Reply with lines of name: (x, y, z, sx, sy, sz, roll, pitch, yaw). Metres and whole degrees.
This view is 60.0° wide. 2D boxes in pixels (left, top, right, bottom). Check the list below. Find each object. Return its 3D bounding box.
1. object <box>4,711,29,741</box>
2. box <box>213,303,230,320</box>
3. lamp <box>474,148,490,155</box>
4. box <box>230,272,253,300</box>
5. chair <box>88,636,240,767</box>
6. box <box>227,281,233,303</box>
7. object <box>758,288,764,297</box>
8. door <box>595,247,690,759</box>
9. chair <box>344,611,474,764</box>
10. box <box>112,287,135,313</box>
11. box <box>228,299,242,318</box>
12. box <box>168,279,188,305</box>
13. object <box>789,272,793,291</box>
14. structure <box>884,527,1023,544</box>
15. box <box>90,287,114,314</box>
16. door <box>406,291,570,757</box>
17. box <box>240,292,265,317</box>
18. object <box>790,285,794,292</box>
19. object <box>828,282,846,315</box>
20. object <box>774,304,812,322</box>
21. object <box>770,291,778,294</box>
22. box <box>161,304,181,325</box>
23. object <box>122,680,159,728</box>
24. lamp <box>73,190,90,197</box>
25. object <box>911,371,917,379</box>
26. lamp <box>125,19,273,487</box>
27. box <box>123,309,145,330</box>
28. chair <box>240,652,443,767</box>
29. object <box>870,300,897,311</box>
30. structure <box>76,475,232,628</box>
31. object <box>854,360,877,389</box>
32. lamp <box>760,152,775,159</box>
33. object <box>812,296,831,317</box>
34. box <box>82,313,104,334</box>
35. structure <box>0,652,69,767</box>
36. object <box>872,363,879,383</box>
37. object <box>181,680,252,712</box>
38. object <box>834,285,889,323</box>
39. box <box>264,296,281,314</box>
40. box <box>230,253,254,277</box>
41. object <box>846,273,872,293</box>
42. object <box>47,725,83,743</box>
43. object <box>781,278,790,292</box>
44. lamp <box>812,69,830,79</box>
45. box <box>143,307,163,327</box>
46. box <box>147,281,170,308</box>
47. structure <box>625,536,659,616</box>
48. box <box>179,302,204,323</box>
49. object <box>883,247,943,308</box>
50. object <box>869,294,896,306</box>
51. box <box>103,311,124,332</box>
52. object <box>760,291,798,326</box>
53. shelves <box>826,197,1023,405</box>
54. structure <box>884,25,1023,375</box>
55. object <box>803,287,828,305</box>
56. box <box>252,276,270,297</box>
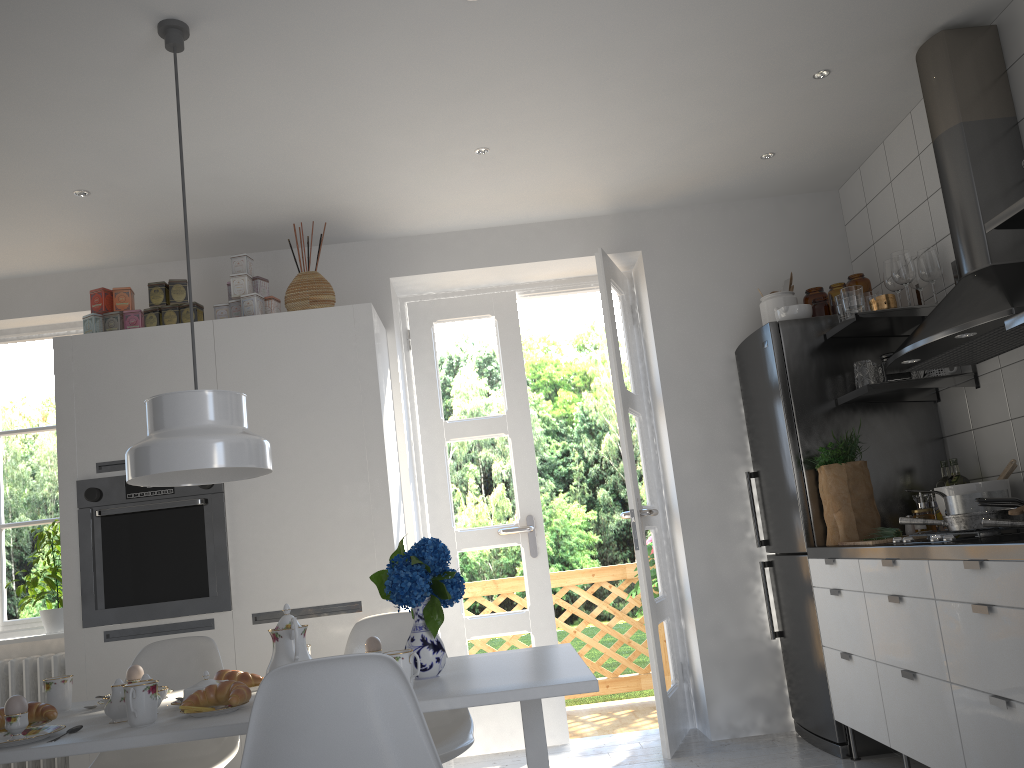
object: (-1.128, 0.779, 2.018, 0.049, 0.057, 0.048, -14, -12, 38)
box: (-1.297, -0.301, 4.005, 0.081, 0.110, 0.081, -6, -9, -2)
lamp: (-0.123, -0.956, 3.603, 0.064, 0.030, 0.064, -5, -11, -9)
box: (-1.207, -0.432, 3.961, 0.081, 0.110, 0.081, -7, -9, 3)
chair: (-1.077, 1.202, 2.690, 0.465, 0.796, 0.546, -6, -9, -2)
box: (-1.248, -0.409, 4.053, 0.081, 0.110, 0.081, -8, -9, 8)
object: (1.239, -0.334, 4.232, 0.149, 0.261, 0.054, -2, -10, -26)
door: (0.637, 0.534, 4.302, 0.157, 2.313, 0.604, -10, -9, 18)
chair: (-0.341, 1.119, 2.710, 0.464, 0.796, 0.546, -6, -9, -7)
box: (-1.737, -0.369, 3.966, 0.081, 0.110, 0.081, -5, -10, -12)
box: (-1.212, -0.318, 3.969, 0.081, 0.110, 0.081, -9, -10, 13)
box: (-1.485, -0.402, 3.945, 0.081, 0.110, 0.081, -3, -10, -21)
object: (1.304, -0.371, 4.164, 0.056, 0.294, 0.132, -3, -10, -22)
structure: (1.531, 0.477, 2.883, 0.490, 0.028, 0.470, -6, -11, -2)
box: (-1.822, -0.363, 3.948, 0.081, 0.110, 0.081, -10, -10, 18)
door: (-0.146, 0.675, 4.562, 0.602, 2.313, 0.157, -6, -9, -2)
box: (-1.142, -0.336, 3.913, 0.081, 0.110, 0.081, -9, -10, 13)
object: (1.310, -0.348, 4.169, 0.114, 0.245, 0.051, 0, -11, -36)
object: (1.445, -0.362, 3.901, 0.093, 0.153, 0.093, -10, -10, 21)
object: (1.262, -0.310, 3.946, 0.172, 0.109, 0.160, -6, -10, -7)
object: (1.263, -0.333, 4.225, 0.061, 0.249, 0.117, -11, -10, 28)
box: (-1.505, -0.289, 3.940, 0.081, 0.110, 0.081, -6, -9, -2)
object: (-0.858, 0.739, 2.041, 0.078, 0.095, 0.091, -13, -12, 34)
lamp: (-1.729, -0.775, 3.560, 0.064, 0.030, 0.064, -5, -11, -9)
object: (1.701, -0.039, 3.681, 0.108, 0.099, 0.083, -1, -11, -32)
lamp: (-0.912, -0.394, 2.486, 0.374, 1.315, 0.374, -12, -10, 29)
box: (-1.679, -0.267, 3.949, 0.081, 0.110, 0.081, -6, -9, -7)
chair: (-0.347, 0.958, 1.863, 0.464, 0.796, 0.546, -5, -10, -12)
object: (1.479, -0.300, 3.524, 0.100, 0.036, 0.100, -10, -11, 18)
structure: (-1.433, 0.687, 3.806, 0.727, 0.605, 0.323, -6, -9, -2)
object: (1.432, -0.034, 3.596, 0.086, 0.119, 0.086, -6, -9, -5)
lamp: (1.144, -1.033, 3.975, 0.064, 0.030, 0.064, -5, -11, -9)
object: (1.449, -0.321, 4.116, 0.113, 0.153, 0.113, -11, -10, 26)
box: (-1.848, -0.249, 3.935, 0.081, 0.110, 0.081, -12, -11, 28)
structure: (-2.891, 1.694, 3.964, 2.100, 0.756, 0.176, -6, -9, -2)
object: (1.487, -0.024, 3.680, 0.086, 0.119, 0.086, -8, -9, 9)
object: (-0.698, 0.747, 2.127, 0.161, 0.057, 0.124, -9, -11, 13)
object: (1.450, -0.320, 3.670, 0.228, 0.133, 0.191, -5, -10, -11)
box: (-1.089, -0.329, 3.983, 0.081, 0.110, 0.081, -9, -10, 13)
box: (-1.226, -0.527, 4.034, 0.081, 0.110, 0.081, -8, -9, 8)
object: (1.544, -0.388, 3.936, 0.097, 0.194, 0.097, -6, -9, -2)
object: (-1.017, 0.795, 2.014, 0.032, 0.011, 0.140, -7, -11, 2)
object: (1.276, -0.360, 4.199, 0.141, 0.288, 0.065, -2, -10, -28)
lamp: (1.151, -1.163, 3.300, 0.064, 0.030, 0.064, -5, -11, -9)
box: (-1.584, -0.278, 3.949, 0.081, 0.110, 0.081, -9, -10, 13)
box: (-1.569, -0.391, 3.950, 0.081, 0.110, 0.081, -6, -9, -2)
structure: (1.318, 1.287, 5.866, 1.175, 1.272, 1.270, -7, -10, 0)
box: (-1.420, -0.299, 3.939, 0.081, 0.110, 0.081, -8, -9, 8)
object: (1.636, -0.408, 3.616, 0.205, 0.243, 0.194, -6, -9, -3)
object: (1.476, -0.321, 3.529, 0.100, 0.048, 0.100, -11, -11, 21)
box: (-1.763, -0.258, 3.944, 0.081, 0.110, 0.081, -7, -9, 3)
object: (1.272, -0.315, 4.190, 0.174, 0.207, 0.175, -6, -10, -6)
shelves: (1.568, -0.389, 2.521, 0.427, 0.509, 2.557, -6, -11, -2)
structure: (1.497, -0.661, 3.058, 0.472, 1.086, 0.874, -6, -9, -2)
object: (1.468, -0.340, 4.247, 0.118, 0.235, 0.118, -11, -10, 23)
box: (-1.158, -0.423, 4.035, 0.081, 0.110, 0.081, -11, -10, 23)
